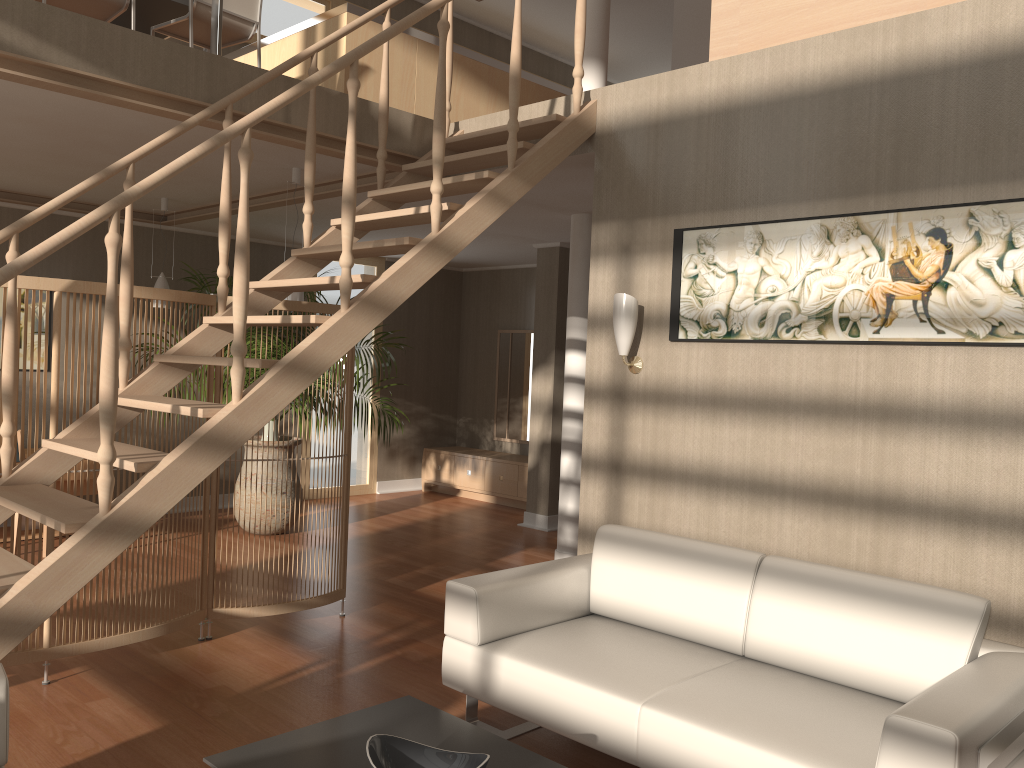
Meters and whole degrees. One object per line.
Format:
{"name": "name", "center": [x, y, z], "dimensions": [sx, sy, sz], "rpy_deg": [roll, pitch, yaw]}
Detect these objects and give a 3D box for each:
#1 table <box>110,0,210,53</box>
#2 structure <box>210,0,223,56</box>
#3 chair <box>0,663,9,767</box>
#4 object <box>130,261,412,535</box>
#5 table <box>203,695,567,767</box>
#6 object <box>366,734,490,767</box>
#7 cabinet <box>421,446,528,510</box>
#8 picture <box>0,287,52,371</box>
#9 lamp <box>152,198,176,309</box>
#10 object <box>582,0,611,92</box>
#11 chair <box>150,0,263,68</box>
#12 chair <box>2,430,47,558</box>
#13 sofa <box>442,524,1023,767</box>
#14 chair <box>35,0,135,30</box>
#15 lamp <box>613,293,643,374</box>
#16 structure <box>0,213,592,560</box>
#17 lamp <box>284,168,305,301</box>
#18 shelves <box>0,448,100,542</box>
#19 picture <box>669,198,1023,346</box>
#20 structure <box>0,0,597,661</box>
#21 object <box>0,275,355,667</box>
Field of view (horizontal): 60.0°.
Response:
{"name": "table", "center": [-2.705, -1.921, 4.957], "dimensions": [0.900, 0.740, 1.800], "rpy_deg": [4, 2, 44]}
{"name": "structure", "center": [-2.734, -2.002, 4.966], "dimensions": [3.475, 0.900, 3.300], "rpy_deg": [4, 2, 44]}
{"name": "chair", "center": [-1.405, 0.911, 1.629], "dimensions": [0.905, 0.740, 0.900], "rpy_deg": [1, 2, -36]}
{"name": "object", "center": [-1.887, 0.211, 6.879], "dimensions": [2.109, 2.304, 2.157], "rpy_deg": [3, 2, 33]}
{"name": "table", "center": [-0.130, 1.169, 2.164], "dimensions": [1.260, 0.293, 0.700], "rpy_deg": [4, 2, 44]}
{"name": "object", "center": [-0.210, 0.957, 2.181], "dimensions": [0.317, 0.125, 0.223], "rpy_deg": [3, 1, 16]}
{"name": "cabinet", "center": [-0.095, 0.947, 8.852], "dimensions": [1.911, 0.458, 0.500], "rpy_deg": [4, 2, 44]}
{"name": "picture", "center": [-3.972, -0.421, 6.283], "dimensions": [0.010, 0.633, 1.317], "rpy_deg": [4, 2, 44]}
{"name": "lamp", "center": [-2.547, -0.955, 6.473], "dimensions": [0.139, 0.800, 0.139], "rpy_deg": [3, 1, 19]}
{"name": "object", "center": [0.566, -2.636, 5.975], "dimensions": [0.200, 2.400, 0.200], "rpy_deg": [4, 2, 44]}
{"name": "chair", "center": [-1.696, -1.907, 4.903], "dimensions": [0.496, 0.796, 0.430], "rpy_deg": [3, 2, 39]}
{"name": "chair", "center": [-3.232, 0.690, 5.512], "dimensions": [0.582, 0.856, 0.509], "rpy_deg": [2, 1, -6]}
{"name": "sofa", "center": [0.688, 0.970, 2.961], "dimensions": [1.781, 0.740, 0.905], "rpy_deg": [4, 2, 44]}
{"name": "chair", "center": [-2.232, -1.922, 4.568], "dimensions": [0.430, 0.796, 0.496], "rpy_deg": [1, 2, -41]}
{"name": "lamp", "center": [0.517, -0.224, 3.969], "dimensions": [0.112, 0.353, 0.153], "rpy_deg": [4, 2, 44]}
{"name": "structure", "center": [0.531, 0.021, 4.966], "dimensions": [8.342, 2.533, 10.775], "rpy_deg": [4, 2, 44]}
{"name": "lamp", "center": [-1.289, -0.875, 5.249], "dimensions": [0.139, 0.800, 0.139], "rpy_deg": [2, 1, -10]}
{"name": "shelves", "center": [-3.681, 0.782, 6.040], "dimensions": [0.658, 0.590, 1.600], "rpy_deg": [4, 2, 44]}
{"name": "picture", "center": [1.250, -0.398, 3.349], "dimensions": [1.531, 0.487, 0.018], "rpy_deg": [4, 2, 44]}
{"name": "structure", "center": [-1.087, -0.537, 3.443], "dimensions": [1.000, 3.578, 3.150], "rpy_deg": [4, 2, 44]}
{"name": "object", "center": [-1.633, 0.350, 3.906], "dimensions": [2.229, 1.542, 0.233], "rpy_deg": [1, 2, -41]}
